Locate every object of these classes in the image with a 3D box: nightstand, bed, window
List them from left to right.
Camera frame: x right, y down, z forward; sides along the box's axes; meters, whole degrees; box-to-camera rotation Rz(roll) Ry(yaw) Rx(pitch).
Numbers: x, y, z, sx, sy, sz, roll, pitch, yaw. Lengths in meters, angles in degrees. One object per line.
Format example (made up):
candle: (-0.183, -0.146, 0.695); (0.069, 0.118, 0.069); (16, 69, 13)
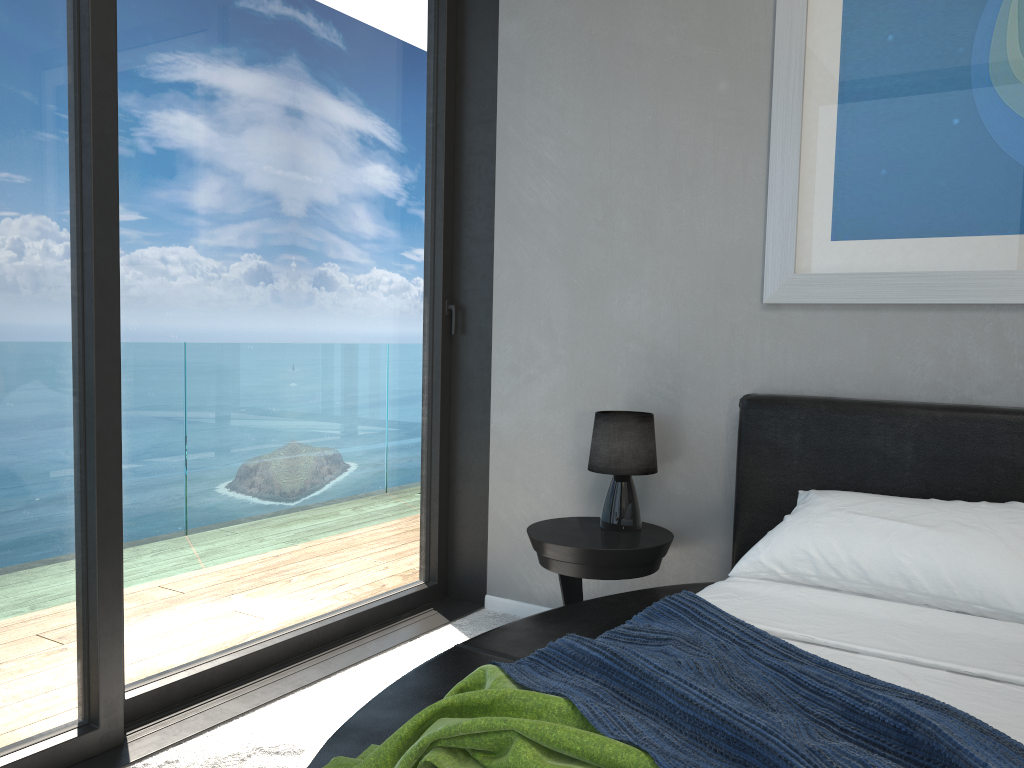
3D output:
nightstand: (0.293, 0.721, 3.027); (0.496, 0.441, 0.496); (5, 5, 43)
window: (1.278, -0.617, 2.791); (3.593, 3.189, 9.714); (4, 4, 32)
bed: (0.899, 0.580, 1.425); (2.753, 0.935, 2.614); (3, 4, 32)

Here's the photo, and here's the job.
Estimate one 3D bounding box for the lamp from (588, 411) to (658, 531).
lamp: (0.382, 0.299, 3.063); (0.241, 0.401, 0.219); (1, 4, 1)

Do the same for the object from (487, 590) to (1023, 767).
object: (0.451, 0.724, 1.039); (0.685, 0.569, 2.150); (0, 3, -16)

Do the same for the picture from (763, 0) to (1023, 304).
picture: (1.607, -0.920, 2.384); (1.799, 1.402, 0.025); (4, 5, 32)

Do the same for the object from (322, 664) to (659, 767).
object: (0.641, 0.671, 1.032); (2.300, 0.343, 0.645); (3, 4, 31)
